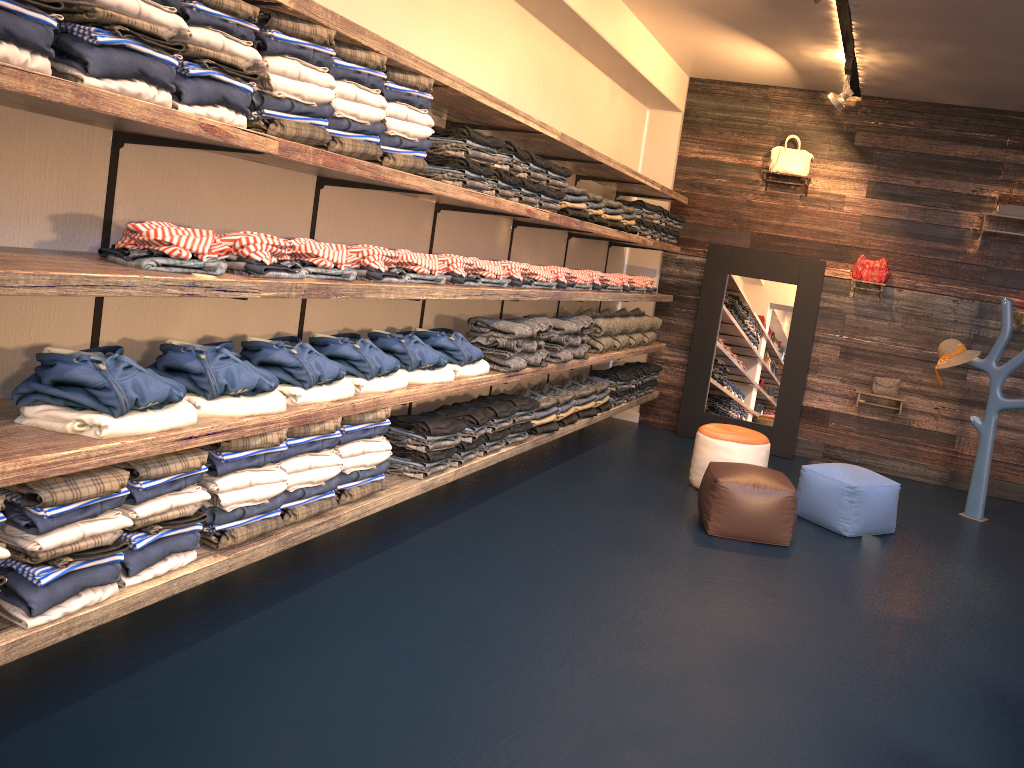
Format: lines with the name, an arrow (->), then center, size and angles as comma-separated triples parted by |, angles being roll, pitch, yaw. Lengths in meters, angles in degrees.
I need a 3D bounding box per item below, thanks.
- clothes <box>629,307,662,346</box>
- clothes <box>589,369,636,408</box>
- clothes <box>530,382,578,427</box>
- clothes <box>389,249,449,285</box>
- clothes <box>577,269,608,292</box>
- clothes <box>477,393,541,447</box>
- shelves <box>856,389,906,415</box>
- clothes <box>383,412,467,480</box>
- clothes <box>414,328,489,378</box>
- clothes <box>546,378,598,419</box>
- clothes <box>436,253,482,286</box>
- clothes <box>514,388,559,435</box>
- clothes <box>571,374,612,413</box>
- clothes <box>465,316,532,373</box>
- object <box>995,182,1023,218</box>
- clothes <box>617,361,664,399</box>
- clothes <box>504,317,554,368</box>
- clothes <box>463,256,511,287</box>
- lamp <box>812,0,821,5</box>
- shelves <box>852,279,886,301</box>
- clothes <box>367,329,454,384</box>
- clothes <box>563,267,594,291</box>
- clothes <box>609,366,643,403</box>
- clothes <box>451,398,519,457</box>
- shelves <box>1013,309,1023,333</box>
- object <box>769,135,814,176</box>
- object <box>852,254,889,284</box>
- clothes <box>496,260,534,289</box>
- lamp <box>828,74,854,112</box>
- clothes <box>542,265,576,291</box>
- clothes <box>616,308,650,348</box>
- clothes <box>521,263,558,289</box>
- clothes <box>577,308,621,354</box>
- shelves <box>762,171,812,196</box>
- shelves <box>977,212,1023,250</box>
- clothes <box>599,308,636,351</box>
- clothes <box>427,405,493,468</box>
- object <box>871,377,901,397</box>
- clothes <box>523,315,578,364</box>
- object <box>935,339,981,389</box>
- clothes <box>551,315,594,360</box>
clothes -> 1.209, -0.553, 8.188 | 0.318, 0.339, 0.418 | 12, 8, 26
clothes -> 0.833, 0.025, 7.383 | 0.352, 0.297, 0.345 | 12, 7, 21
clothes -> 0.263, 0.140, 6.244 | 0.400, 0.249, 0.364 | 11, 8, 16
clothes -> -0.501, -0.575, 4.246 | 0.327, 0.158, 0.343 | 16, 11, 40
clothes -> 0.574, -0.803, 6.678 | 0.308, 0.153, 0.367 | 11, 9, 14
clothes -> -0.051, 0.210, 5.361 | 0.332, 0.297, 0.327 | 12, 7, 25
shelves -> 3.451, 0.168, 8.155 | 0.433, 0.142, 0.257 | 12, 8, 17
clothes -> -0.452, 0.300, 4.406 | 0.352, 0.297, 0.345 | 12, 7, 21
clothes -> -0.374, -0.182, 4.702 | 0.406, 0.239, 0.451 | 12, 8, 19
clothes -> 0.436, 0.102, 6.649 | 0.390, 0.249, 0.372 | 13, 9, 28
clothes -> -0.339, -0.607, 4.564 | 0.308, 0.153, 0.367 | 11, 9, 14
clothes -> 0.096, 0.175, 5.860 | 0.390, 0.249, 0.372 | 13, 9, 28
clothes -> 0.603, 0.067, 7.033 | 0.400, 0.249, 0.364 | 11, 8, 16
clothes -> -0.090, -0.236, 5.101 | 0.366, 0.300, 0.361 | 10, 7, 7
object -> 4.545, -1.654, 7.797 | 0.331, 0.333, 0.176 | 12, 6, 29
clothes -> 1.164, -0.052, 8.183 | 0.348, 0.296, 0.684 | 12, 9, 22
clothes -> 0.060, -0.279, 5.470 | 0.383, 0.315, 0.367 | 10, 7, 5
clothes -> -0.199, -0.640, 4.945 | 0.327, 0.158, 0.343 | 16, 11, 40
lamp -> 1.569, -2.121, 4.498 | 0.193, 0.325, 0.226 | 6, 6, -26
shelves -> 3.340, -0.882, 8.151 | 0.291, 0.156, 0.258 | 12, 8, 18
clothes -> -0.542, -0.146, 4.313 | 0.395, 0.239, 0.462 | 14, 10, 35
clothes -> 0.412, -0.771, 6.360 | 0.327, 0.158, 0.343 | 16, 11, 40
clothes -> 0.960, -0.007, 7.703 | 0.358, 0.297, 0.330 | 10, 7, 8
clothes -> -0.188, 0.239, 5.043 | 0.337, 0.297, 0.322 | 11, 7, 19
shelves -> 4.724, -0.534, 7.780 | 0.433, 0.209, 0.257 | 11, 7, 17
object -> 2.676, -2.182, 8.296 | 0.421, 0.383, 0.196 | 9, 5, 4
object -> 3.373, -1.078, 8.149 | 0.317, 0.252, 0.147 | 13, 7, 29
clothes -> -0.037, -0.672, 5.263 | 0.308, 0.153, 0.367 | 11, 9, 14
lamp -> 2.674, -2.358, 7.057 | 0.193, 0.325, 0.226 | 6, 6, -26
clothes -> 0.272, -0.738, 5.979 | 0.308, 0.153, 0.367 | 11, 9, 14
clothes -> 1.024, -0.514, 7.760 | 0.318, 0.339, 0.418 | 12, 8, 26
clothes -> 0.110, -0.706, 5.661 | 0.327, 0.158, 0.343 | 16, 11, 40
clothes -> 0.655, -0.434, 6.904 | 0.318, 0.339, 0.418 | 12, 8, 26
shelves -> 2.626, -1.921, 8.319 | 0.433, 0.156, 0.257 | 12, 8, 17
shelves -> 4.490, -1.339, 7.820 | 0.536, 0.314, 0.257 | 11, 6, 16
clothes -> 0.840, -0.474, 7.332 | 0.318, 0.339, 0.418 | 12, 8, 26
clothes -> -0.325, 0.269, 4.726 | 0.358, 0.297, 0.330 | 10, 7, 8
object -> 3.502, 0.021, 8.129 | 0.274, 0.174, 0.102 | 8, 5, -7
clothes -> 0.240, -0.307, 5.867 | 0.366, 0.300, 0.361 | 10, 7, 7
object -> 3.724, -0.151, 7.276 | 0.322, 0.438, 0.372 | 10, 6, 16
clothes -> 0.391, -0.350, 6.236 | 0.383, 0.315, 0.367 | 10, 7, 5
